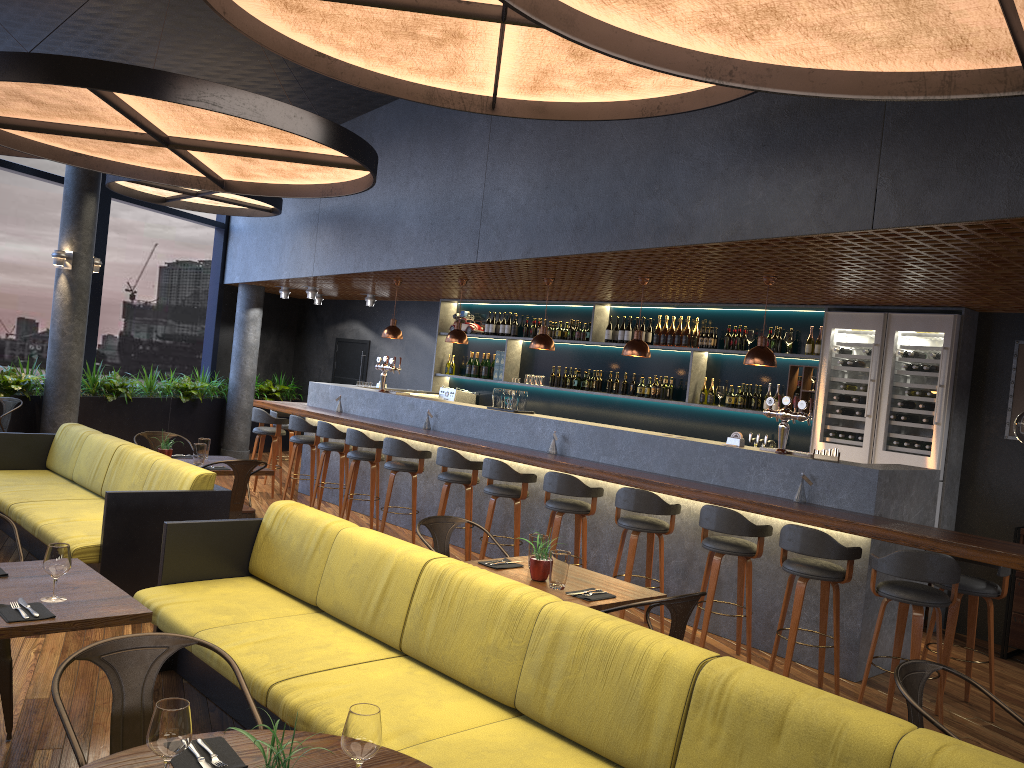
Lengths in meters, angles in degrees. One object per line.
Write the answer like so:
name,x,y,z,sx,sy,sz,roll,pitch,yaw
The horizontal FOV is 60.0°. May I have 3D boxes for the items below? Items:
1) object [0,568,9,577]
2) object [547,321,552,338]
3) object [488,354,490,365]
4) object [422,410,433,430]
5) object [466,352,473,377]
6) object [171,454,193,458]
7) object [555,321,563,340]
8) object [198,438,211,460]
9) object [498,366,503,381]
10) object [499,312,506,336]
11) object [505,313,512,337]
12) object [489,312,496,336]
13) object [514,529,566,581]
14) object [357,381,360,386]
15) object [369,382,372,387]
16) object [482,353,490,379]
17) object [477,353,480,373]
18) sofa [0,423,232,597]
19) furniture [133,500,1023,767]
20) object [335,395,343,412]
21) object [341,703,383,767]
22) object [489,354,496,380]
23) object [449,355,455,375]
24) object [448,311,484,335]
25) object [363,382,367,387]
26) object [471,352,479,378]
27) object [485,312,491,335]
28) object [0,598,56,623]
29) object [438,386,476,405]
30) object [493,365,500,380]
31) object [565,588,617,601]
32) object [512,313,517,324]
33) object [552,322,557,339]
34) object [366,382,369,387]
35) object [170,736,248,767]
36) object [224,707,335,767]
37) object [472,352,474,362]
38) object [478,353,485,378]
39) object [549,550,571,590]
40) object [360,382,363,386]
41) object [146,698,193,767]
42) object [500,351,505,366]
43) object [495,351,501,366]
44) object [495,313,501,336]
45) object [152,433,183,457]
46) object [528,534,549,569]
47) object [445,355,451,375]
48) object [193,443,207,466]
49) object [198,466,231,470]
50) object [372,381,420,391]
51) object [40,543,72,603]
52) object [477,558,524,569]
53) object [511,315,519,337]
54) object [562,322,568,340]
object,-2.120,0.751,3.553,0.157,0.019,0.255,5,1,-42
object,0.463,-0.660,10.893,0.068,0.217,0.068,7,1,37
object,-0.328,-0.238,11.890,0.094,0.340,0.094,5,1,-33
object,-0.871,0.370,9.239,0.114,0.203,0.069,6,1,8
object,-0.565,-0.263,11.973,0.094,0.340,0.094,6,1,-20
object,-2.829,0.619,7.635,0.255,0.019,0.157,5,1,-43
object,0.581,-0.650,10.807,0.088,0.224,0.088,7,1,42
object,-2.648,0.558,7.616,0.102,0.178,0.102,6,1,-7
object,-0.109,-0.134,11.519,0.080,0.192,0.098,5,1,-43
object,-0.107,-0.776,11.538,0.085,0.310,0.086,6,1,-24
object,-0.039,-0.768,11.461,0.085,0.310,0.086,6,1,-9
object,-0.247,-0.793,11.684,0.085,0.310,0.086,6,1,-15
object,0.152,0.847,4.455,0.238,0.271,0.260,6,1,-21
object,-1.974,-0.003,11.384,0.042,0.059,0.042,7,1,45
object,-1.837,0.010,11.517,0.042,0.059,0.042,7,1,45
object,-0.338,-0.237,11.762,0.094,0.340,0.094,6,1,-3
object,-0.474,-0.255,12.026,0.094,0.340,0.094,5,1,-37
sofa,-3.301,0.900,6.754,0.966,0.914,3.061,5,1,-43
furniture,-0.256,1.295,0.997,7.462,0.914,4.895,7,1,42
object,-2.051,0.230,10.507,0.114,0.203,0.069,6,1,5
object,-0.354,0.861,2.072,0.097,0.206,0.097,6,1,-1
object,-0.248,-0.228,11.816,0.094,0.340,0.094,6,1,-20
object,-0.828,-0.265,12.380,0.079,0.281,0.079,5,1,-39
object,-0.626,-0.843,12.200,0.229,0.319,0.579,5,1,-43
object,-1.900,0.004,11.439,0.042,0.059,0.042,7,1,45
object,-0.489,-0.255,11.910,0.094,0.340,0.094,6,1,-29
object,-0.308,-0.800,11.754,0.085,0.310,0.086,6,1,-9
object,-1.733,0.797,3.143,0.157,0.019,0.255,5,1,-42
object,-0.827,0.322,12.056,0.550,0.569,0.355,5,1,-43
object,-0.177,-0.142,11.593,0.080,0.192,0.098,5,1,-43
object,0.364,0.999,4.224,0.255,0.019,0.157,5,1,-43
object,0.030,-0.762,11.526,0.085,0.310,0.086,6,1,-2
object,0.537,-0.653,10.950,0.068,0.217,0.068,6,1,-23
object,-1.875,0.006,11.483,0.042,0.059,0.042,7,1,45
object,-0.741,0.914,2.159,0.157,0.019,0.255,5,1,-36
object,-0.493,0.814,1.870,0.238,0.271,0.260,6,1,-21
object,-0.551,-0.264,12.100,0.094,0.340,0.094,6,1,-7
object,-0.395,-0.246,11.961,0.094,0.340,0.094,6,1,-20
object,0.228,0.903,4.305,0.102,0.178,0.102,6,1,33
object,-1.939,0.000,11.415,0.042,0.059,0.042,7,1,45
object,-0.770,0.818,1.988,0.097,0.206,0.097,6,1,-18
object,-0.089,-0.326,11.516,0.080,0.192,0.098,5,1,-43
object,-0.156,-0.334,11.592,0.080,0.192,0.098,5,1,-43
object,-0.175,-0.786,11.745,0.085,0.310,0.086,6,1,-32
object,-2.810,0.500,7.187,0.238,0.271,0.260,5,1,-38
object,0.133,0.889,4.680,0.102,0.178,0.102,6,1,-7
object,-0.891,-0.272,12.444,0.079,0.281,0.079,6,1,-24
object,-2.541,0.575,7.205,0.102,0.178,0.102,6,1,33
object,-2.405,0.670,7.125,0.255,0.019,0.157,5,1,-43
object,-1.525,0.014,11.865,0.766,0.106,0.200,5,1,-43
object,-1.703,0.703,3.315,0.097,0.206,0.097,7,1,39
object,-0.043,0.950,4.715,0.255,0.019,0.157,5,1,-43
object,0.041,-0.741,11.379,0.083,0.301,0.083,5,1,-35
object,0.664,-0.642,10.873,0.088,0.224,0.088,7,1,42
